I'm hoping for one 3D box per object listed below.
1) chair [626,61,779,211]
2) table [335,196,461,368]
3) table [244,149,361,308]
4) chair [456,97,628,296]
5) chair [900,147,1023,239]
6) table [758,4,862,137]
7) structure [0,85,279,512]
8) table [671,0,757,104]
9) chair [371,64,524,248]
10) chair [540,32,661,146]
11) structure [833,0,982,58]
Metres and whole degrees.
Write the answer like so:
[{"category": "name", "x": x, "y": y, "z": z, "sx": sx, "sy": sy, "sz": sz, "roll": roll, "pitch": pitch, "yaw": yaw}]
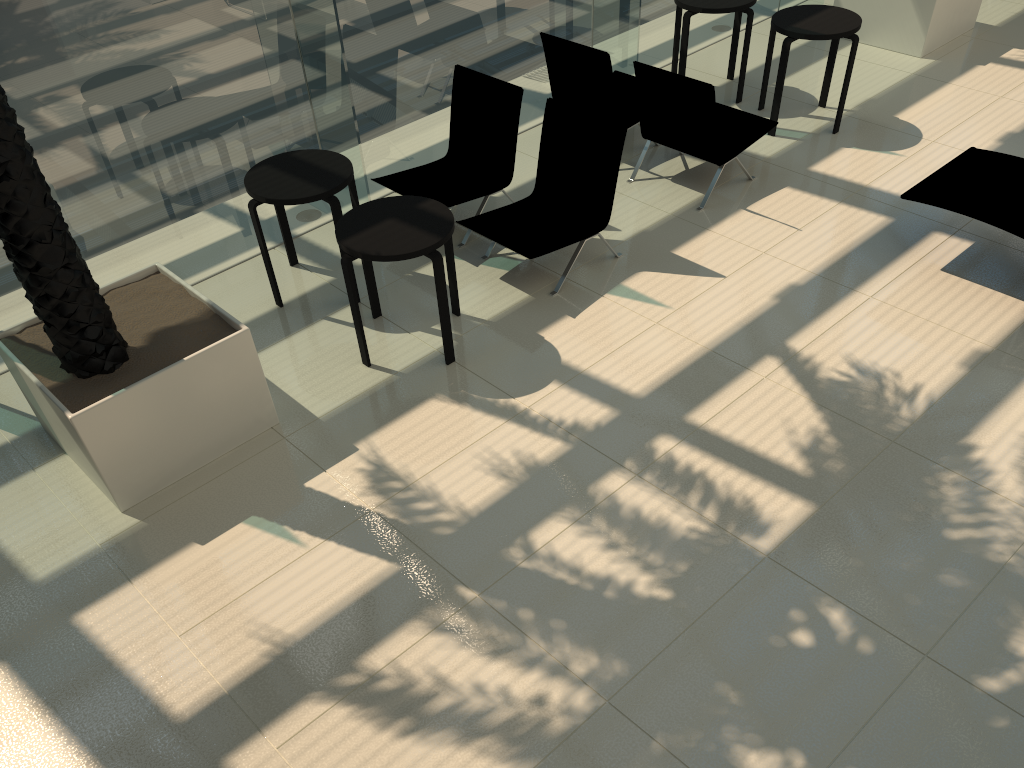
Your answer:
[{"category": "chair", "x": 1.432, "y": -1.976, "z": 6.468, "sx": 0.852, "sy": 0.965, "sz": 0.682, "roll": -34, "pitch": 51, "yaw": -28}, {"category": "table", "x": -0.649, "y": -0.599, "z": 5.250, "sx": 0.680, "sy": 0.848, "sz": 0.620, "roll": 0, "pitch": 43, "yaw": 5}, {"category": "table", "x": -1.316, "y": -1.008, "z": 5.743, "sx": 0.680, "sy": 0.848, "sz": 0.620, "roll": 0, "pitch": 43, "yaw": 5}, {"category": "chair", "x": 0.185, "y": -1.199, "z": 5.736, "sx": 0.852, "sy": 0.965, "sz": 0.682, "roll": -34, "pitch": 51, "yaw": -28}, {"category": "chair", "x": 3.495, "y": -1.091, "z": 5.127, "sx": 1.943, "sy": 1.257, "sz": 0.884, "roll": 32, "pitch": 54, "yaw": 33}, {"category": "table", "x": 2.389, "y": -2.530, "z": 7.074, "sx": 0.680, "sy": 0.848, "sz": 0.620, "roll": -6, "pitch": 43, "yaw": -2}, {"category": "structure", "x": -2.423, "y": -2.463, "z": 2.419, "sx": 4.388, "sy": 7.616, "sz": 4.472, "roll": 16, "pitch": 46, "yaw": 20}, {"category": "table", "x": 1.721, "y": -2.939, "z": 7.567, "sx": 0.680, "sy": 0.848, "sz": 0.620, "roll": -6, "pitch": 43, "yaw": -2}, {"category": "chair", "x": -0.457, "y": -1.593, "z": 6.210, "sx": 0.852, "sy": 0.965, "sz": 0.682, "roll": -34, "pitch": 51, "yaw": -28}, {"category": "chair", "x": 0.790, "y": -2.370, "z": 6.942, "sx": 0.852, "sy": 0.965, "sz": 0.682, "roll": -34, "pitch": 51, "yaw": -28}, {"category": "structure", "x": 3.530, "y": -6.210, "z": 5.954, "sx": 4.647, "sy": 7.616, "sz": 4.226, "roll": 28, "pitch": 51, "yaw": 30}]
